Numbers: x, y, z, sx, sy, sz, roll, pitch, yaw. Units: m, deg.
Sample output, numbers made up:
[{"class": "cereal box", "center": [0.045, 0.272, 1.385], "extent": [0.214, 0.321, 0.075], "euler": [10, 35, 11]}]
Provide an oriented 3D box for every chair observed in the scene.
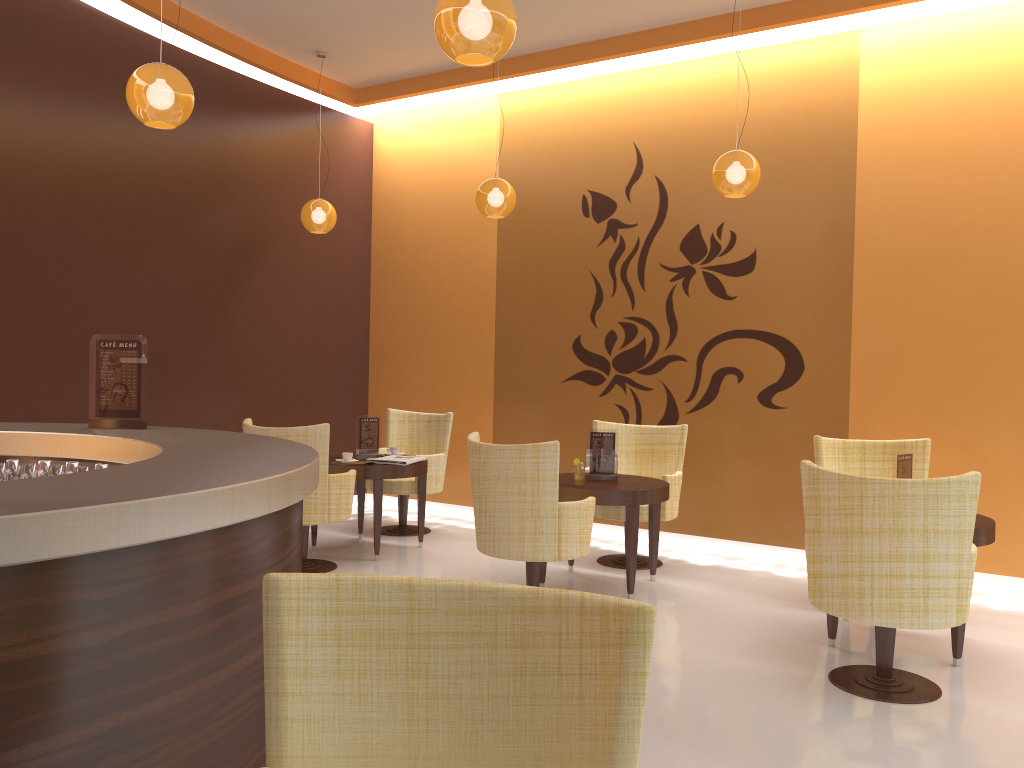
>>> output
[{"class": "chair", "center": [2.262, 0.845, 5.485], "extent": [0.729, 1.017, 0.685], "euler": [1, 1, 1]}, {"class": "chair", "center": [0.894, 0.794, 6.513], "extent": [0.729, 1.017, 0.685], "euler": [2, 1, 21]}, {"class": "chair", "center": [-0.880, 0.733, 7.518], "extent": [0.729, 1.017, 0.685], "euler": [2, 1, 32]}, {"class": "chair", "center": [-1.450, 0.751, 6.026], "extent": [0.729, 1.017, 0.685], "euler": [2, 1, 30]}, {"class": "chair", "center": [0.096, 0.804, 5.126], "extent": [0.685, 1.017, 0.729], "euler": [0, 2, -40]}, {"class": "chair", "center": [1.689, 0.863, 3.992], "extent": [0.729, 1.017, 0.685], "euler": [2, 1, 30]}, {"class": "chair", "center": [-0.147, 0.873, 1.465], "extent": [0.729, 1.017, 0.685], "euler": [2, 1, 11]}]

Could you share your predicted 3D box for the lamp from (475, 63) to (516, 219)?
[{"class": "lamp", "center": [-0.104, -1.971, 6.478], "extent": [0.299, 1.500, 0.299], "euler": [1, 1, -14]}]

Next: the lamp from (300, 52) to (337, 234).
[{"class": "lamp", "center": [-1.614, -2.025, 7.456], "extent": [0.299, 1.500, 0.299], "euler": [2, 1, 33]}]

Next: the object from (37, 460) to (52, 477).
[{"class": "object", "center": [-1.978, 0.400, 3.755], "extent": [0.067, 0.148, 0.067], "euler": [2, 1, 37]}]

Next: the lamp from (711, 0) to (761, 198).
[{"class": "lamp", "center": [1.406, -1.917, 5.499], "extent": [0.299, 1.500, 0.299], "euler": [1, 1, -32]}]

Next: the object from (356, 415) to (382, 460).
[{"class": "object", "center": [-1.091, 0.406, 6.774], "extent": [0.209, 0.335, 0.042], "euler": [0, 1, -34]}]

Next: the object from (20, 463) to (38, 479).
[{"class": "object", "center": [-1.985, 0.402, 3.642], "extent": [0.067, 0.148, 0.067], "euler": [2, 1, 37]}]

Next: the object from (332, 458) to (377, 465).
[{"class": "object", "center": [-1.208, 0.567, 6.443], "extent": [0.239, 0.021, 0.464], "euler": [0, 2, -43]}]

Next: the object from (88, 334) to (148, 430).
[{"class": "object", "center": [-1.729, -0.011, 3.896], "extent": [0.258, 0.414, 0.052], "euler": [1, 1, 2]}]

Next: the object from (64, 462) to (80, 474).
[{"class": "object", "center": [-1.848, 0.403, 3.728], "extent": [0.067, 0.148, 0.067], "euler": [1, 1, 10]}]

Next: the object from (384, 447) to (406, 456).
[{"class": "object", "center": [-0.927, 0.533, 7.014], "extent": [0.153, 0.069, 0.153], "euler": [2, 1, 16]}]

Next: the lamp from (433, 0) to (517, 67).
[{"class": "lamp", "center": [-0.117, -1.904, 3.150], "extent": [0.299, 1.500, 0.299], "euler": [2, 1, 11]}]

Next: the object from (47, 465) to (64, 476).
[{"class": "object", "center": [-1.861, 0.405, 3.615], "extent": [0.067, 0.148, 0.067], "euler": [2, 2, 41]}]

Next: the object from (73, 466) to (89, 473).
[{"class": "object", "center": [-1.738, 0.409, 3.579], "extent": [0.067, 0.148, 0.067], "euler": [2, 1, 20]}]

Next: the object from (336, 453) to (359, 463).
[{"class": "object", "center": [-1.200, 0.538, 6.460], "extent": [0.153, 0.069, 0.153], "euler": [1, 1, -31]}]

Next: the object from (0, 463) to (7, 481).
[{"class": "object", "center": [-2.112, 0.399, 3.644], "extent": [0.067, 0.148, 0.067], "euler": [1, 1, -31]}]

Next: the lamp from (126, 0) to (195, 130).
[{"class": "lamp", "center": [-1.627, -1.957, 4.128], "extent": [0.299, 1.500, 0.299], "euler": [0, 1, -39]}]

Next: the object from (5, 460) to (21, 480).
[{"class": "object", "center": [-2.117, 0.396, 3.758], "extent": [0.067, 0.148, 0.067], "euler": [2, 1, 32]}]

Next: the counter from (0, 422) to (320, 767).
[{"class": "counter", "center": [-1.438, 0.774, 2.845], "extent": [1.586, 1.100, 2.917], "euler": [1, 1, -12]}]

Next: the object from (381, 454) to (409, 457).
[{"class": "object", "center": [-0.912, 0.562, 7.026], "extent": [0.464, 0.021, 0.239], "euler": [2, 1, 29]}]

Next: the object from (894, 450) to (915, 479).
[{"class": "object", "center": [2.072, 0.519, 4.687], "extent": [0.209, 0.335, 0.042], "euler": [0, 1, -39]}]

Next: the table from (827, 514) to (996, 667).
[{"class": "table", "center": [2.053, 1.026, 4.702], "extent": [0.872, 0.679, 0.874], "euler": [1, 1, -21]}]

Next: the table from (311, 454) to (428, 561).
[{"class": "table", "center": [-1.086, 0.914, 6.737], "extent": [0.872, 0.679, 0.874], "euler": [1, 1, -21]}]

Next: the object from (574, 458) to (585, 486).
[{"class": "object", "center": [0.421, 0.547, 5.519], "extent": [0.067, 0.171, 0.072], "euler": [2, 1, 15]}]

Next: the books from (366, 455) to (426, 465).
[{"class": "books", "center": [-0.853, 0.565, 6.597], "extent": [0.345, 0.035, 0.367], "euler": [2, 1, 23]}]

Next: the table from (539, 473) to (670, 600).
[{"class": "table", "center": [0.574, 0.970, 5.785], "extent": [0.872, 0.679, 0.874], "euler": [1, 1, -26]}]

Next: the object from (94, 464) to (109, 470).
[{"class": "object", "center": [-1.706, 0.407, 3.687], "extent": [0.067, 0.148, 0.067], "euler": [0, 2, -39]}]

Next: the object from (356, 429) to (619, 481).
[{"class": "object", "center": [-0.221, 0.435, 6.287], "extent": [2.090, 0.335, 0.187], "euler": [2, 1, 29]}]
